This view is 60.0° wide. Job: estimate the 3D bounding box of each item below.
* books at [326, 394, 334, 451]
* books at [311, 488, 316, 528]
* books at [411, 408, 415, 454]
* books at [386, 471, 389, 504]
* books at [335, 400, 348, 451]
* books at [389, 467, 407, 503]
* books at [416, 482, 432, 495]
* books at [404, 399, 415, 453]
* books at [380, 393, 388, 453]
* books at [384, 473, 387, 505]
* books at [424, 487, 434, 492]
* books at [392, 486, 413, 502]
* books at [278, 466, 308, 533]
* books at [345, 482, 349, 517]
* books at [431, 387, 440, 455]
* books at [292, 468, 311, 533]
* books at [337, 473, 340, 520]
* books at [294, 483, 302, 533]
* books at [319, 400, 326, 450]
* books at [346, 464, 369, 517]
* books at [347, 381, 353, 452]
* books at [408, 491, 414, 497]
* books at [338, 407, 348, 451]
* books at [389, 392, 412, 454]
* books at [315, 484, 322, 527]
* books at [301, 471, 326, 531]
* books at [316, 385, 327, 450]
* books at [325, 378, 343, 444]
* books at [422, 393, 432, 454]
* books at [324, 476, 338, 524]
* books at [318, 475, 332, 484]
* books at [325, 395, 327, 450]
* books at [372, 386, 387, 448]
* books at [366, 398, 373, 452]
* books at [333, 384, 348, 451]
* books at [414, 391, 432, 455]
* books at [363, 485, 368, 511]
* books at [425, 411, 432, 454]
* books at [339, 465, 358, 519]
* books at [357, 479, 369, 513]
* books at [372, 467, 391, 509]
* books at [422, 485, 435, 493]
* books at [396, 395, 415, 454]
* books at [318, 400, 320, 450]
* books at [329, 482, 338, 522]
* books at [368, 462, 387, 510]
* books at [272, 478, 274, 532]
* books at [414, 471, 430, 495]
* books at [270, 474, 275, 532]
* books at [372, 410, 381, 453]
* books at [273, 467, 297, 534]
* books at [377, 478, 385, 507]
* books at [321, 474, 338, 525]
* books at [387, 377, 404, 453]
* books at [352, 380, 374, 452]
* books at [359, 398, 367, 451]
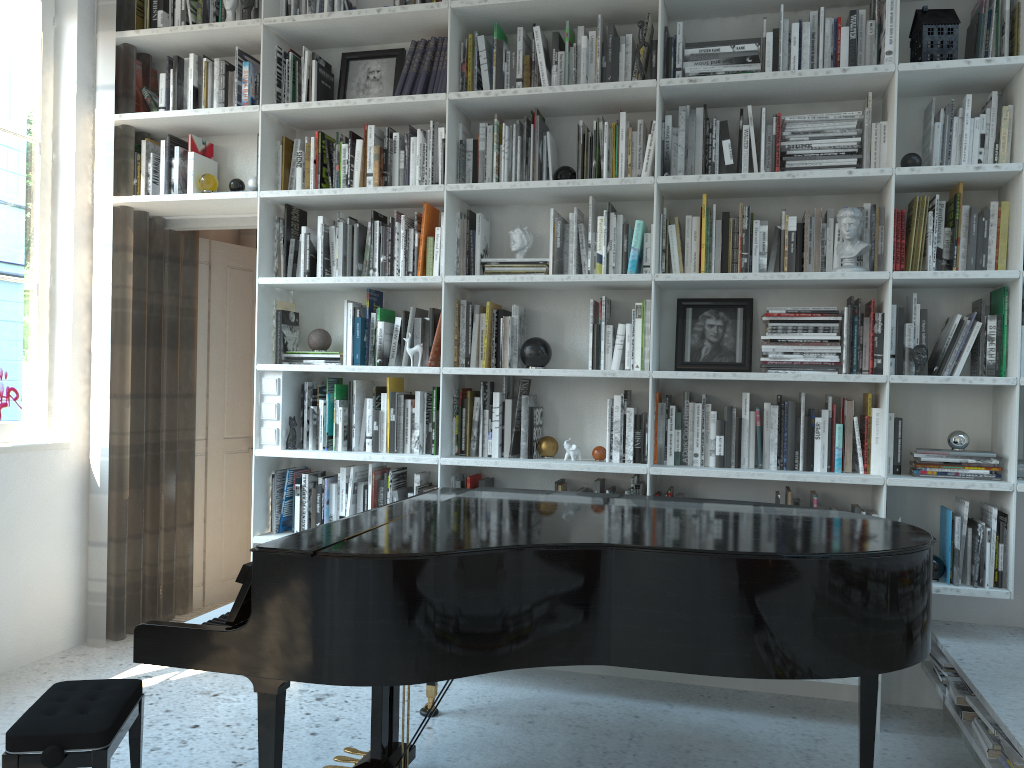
[{"bbox_3d":[-0.771,0.166,3.901,0.009,0.244,0.184,1,0,15],"label":"books"},{"bbox_3d":[-0.852,0.559,3.958,0.025,0.200,0.137,1,0,15],"label":"books"},{"bbox_3d":[-0.401,0.199,3.832,0.023,0.194,0.140,1,0,15],"label":"books"},{"bbox_3d":[-0.512,0.521,3.857,0.022,0.291,0.137,1,0,15],"label":"books"},{"bbox_3d":[-0.727,0.179,3.896,0.015,0.219,0.190,1,0,15],"label":"books"},{"bbox_3d":[-0.496,0.517,3.848,0.013,0.301,0.172,1,0,15],"label":"books"},{"bbox_3d":[-0.380,0.550,3.802,0.011,0.239,0.174,1,0,15],"label":"books"},{"bbox_3d":[-0.425,0.181,3.836,0.025,0.229,0.153,1,0,15],"label":"books"},{"bbox_3d":[-0.524,0.166,3.852,0.026,0.254,0.176,1,0,15],"label":"books"},{"bbox_3d":[-0.526,0.524,3.873,0.013,0.284,0.139,1,0,15],"label":"books"},{"bbox_3d":[-0.336,0.557,3.783,0.023,0.228,0.190,1,0,15],"label":"books"},{"bbox_3d":[-0.462,0.560,3.841,0.059,0.216,0.177,1,0,15],"label":"books"},{"bbox_3d":[-0.978,0.515,3.964,0.052,0.283,0.172,1,0,15],"label":"books"},{"bbox_3d":[-0.699,0.546,3.914,0.012,0.232,0.148,1,0,15],"label":"books"},{"bbox_3d":[-0.305,0.155,3.784,0.014,0.286,0.179,1,0,15],"label":"books"},{"bbox_3d":[-0.943,0.520,3.975,0.010,0.273,0.150,1,0,15],"label":"books"},{"bbox_3d":[-0.736,0.525,3.928,0.013,0.274,0.146,1,0,15],"label":"books"},{"bbox_3d":[-0.910,0.548,3.945,0.022,0.220,0.187,1,0,15],"label":"books"},{"bbox_3d":[-0.800,0.179,3.916,0.015,0.217,0.180,1,0,15],"label":"books"},{"bbox_3d":[-0.679,0.509,3.887,0.039,0.307,0.172,1,0,15],"label":"books"},{"bbox_3d":[-0.671,0.140,3.877,0.019,0.300,0.180,1,0,15],"label":"books"},{"bbox_3d":[-0.415,0.567,3.848,0.030,0.203,0.142,1,0,15],"label":"books"},{"bbox_3d":[-0.713,0.195,3.888,0.016,0.189,0.183,1,0,15],"label":"books"},{"bbox_3d":[-0.482,0.164,3.830,0.028,0.260,0.181,1,0,15],"label":"books"},{"bbox_3d":[-0.813,0.548,3.917,0.028,0.223,0.189,1,0,15],"label":"books"},{"bbox_3d":[-0.883,0.525,3.944,0.029,0.266,0.171,1,0,15],"label":"books"},{"bbox_3d":[-0.823,0.147,3.928,0.008,0.280,0.164,1,0,15],"label":"books"},{"bbox_3d":[-0.787,0.130,3.922,0.006,0.315,0.145,1,1,15],"label":"books"},{"bbox_3d":[-0.353,0.167,3.816,0.013,0.260,0.142,1,0,15],"label":"books"},{"bbox_3d":[-0.782,0.534,3.907,0.010,0.252,0.177,1,0,15],"label":"books"},{"bbox_3d":[-0.827,0.536,3.956,0.022,0.248,0.133,1,0,15],"label":"books"},{"bbox_3d":[-0.778,0.166,3.918,0.014,0.243,0.171,1,0,15],"label":"books"},{"bbox_3d":[-0.571,0.151,3.863,0.014,0.282,0.150,1,0,15],"label":"books"},{"bbox_3d":[-0.591,0.177,3.870,0.027,0.230,0.159,1,0,15],"label":"books"},{"bbox_3d":[-0.739,0.145,3.892,0.007,0.286,0.182,1,0,15],"label":"books"},{"bbox_3d":[-0.374,0.164,3.803,0.021,0.265,0.185,1,0,15],"label":"books"},{"bbox_3d":[-0.614,0.552,3.888,0.028,0.225,0.134,1,0,15],"label":"books"},{"bbox_3d":[-0.328,0.207,3.810,0.041,0.181,0.141,1,0,15],"label":"books"},{"bbox_3d":[-0.718,0.512,3.916,0.027,0.299,0.142,1,0,15],"label":"books"},{"bbox_3d":[-0.641,0.545,3.899,0.031,0.239,0.132,1,0,15],"label":"books"},{"bbox_3d":[-0.571,0.518,3.864,0.012,0.295,0.176,1,0,15],"label":"books"},{"bbox_3d":[-0.351,0.557,3.831,0.030,0.227,0.140,1,0,15],"label":"books"},{"bbox_3d":[-0.454,0.170,3.828,0.028,0.249,0.159,1,0,15],"label":"books"},{"bbox_3d":[-0.811,0.178,3.932,0.015,0.218,0.176,1,0,15],"label":"books"},{"bbox_3d":[-0.761,0.547,3.915,0.028,0.229,0.157,1,0,15],"label":"books"},{"bbox_3d":[-0.585,0.502,3.859,0.014,0.325,0.170,1,0,15],"label":"books"},{"bbox_3d":[-1.026,0.536,3.984,0.029,0.239,0.154,1,0,15],"label":"books"},{"bbox_3d":[-0.390,0.526,3.832,0.025,0.288,0.130,1,1,15],"label":"books"},{"bbox_3d":[-1.042,0.528,4.003,0.012,0.254,0.161,1,0,15],"label":"books"},{"bbox_3d":[-0.554,0.202,3.849,0.029,0.181,0.190,1,0,15],"label":"books"},{"bbox_3d":[-1.011,0.517,3.964,0.011,0.277,0.189,1,0,15],"label":"books"},{"bbox_3d":[-0.547,0.539,3.876,0.029,0.254,0.153,1,0,15],"label":"books"},{"bbox_3d":[-0.792,0.532,3.914,0.013,0.257,0.189,1,0,15],"label":"books"},{"bbox_3d":[-0.503,0.132,3.844,0.021,0.323,0.172,1,0,15],"label":"books"},{"bbox_3d":[-0.653,0.137,3.884,0.012,0.306,0.189,1,0,15],"label":"books"},{"bbox_3d":[-0.622,0.176,3.895,0.045,0.230,0.138,1,0,15],"label":"books"}]
